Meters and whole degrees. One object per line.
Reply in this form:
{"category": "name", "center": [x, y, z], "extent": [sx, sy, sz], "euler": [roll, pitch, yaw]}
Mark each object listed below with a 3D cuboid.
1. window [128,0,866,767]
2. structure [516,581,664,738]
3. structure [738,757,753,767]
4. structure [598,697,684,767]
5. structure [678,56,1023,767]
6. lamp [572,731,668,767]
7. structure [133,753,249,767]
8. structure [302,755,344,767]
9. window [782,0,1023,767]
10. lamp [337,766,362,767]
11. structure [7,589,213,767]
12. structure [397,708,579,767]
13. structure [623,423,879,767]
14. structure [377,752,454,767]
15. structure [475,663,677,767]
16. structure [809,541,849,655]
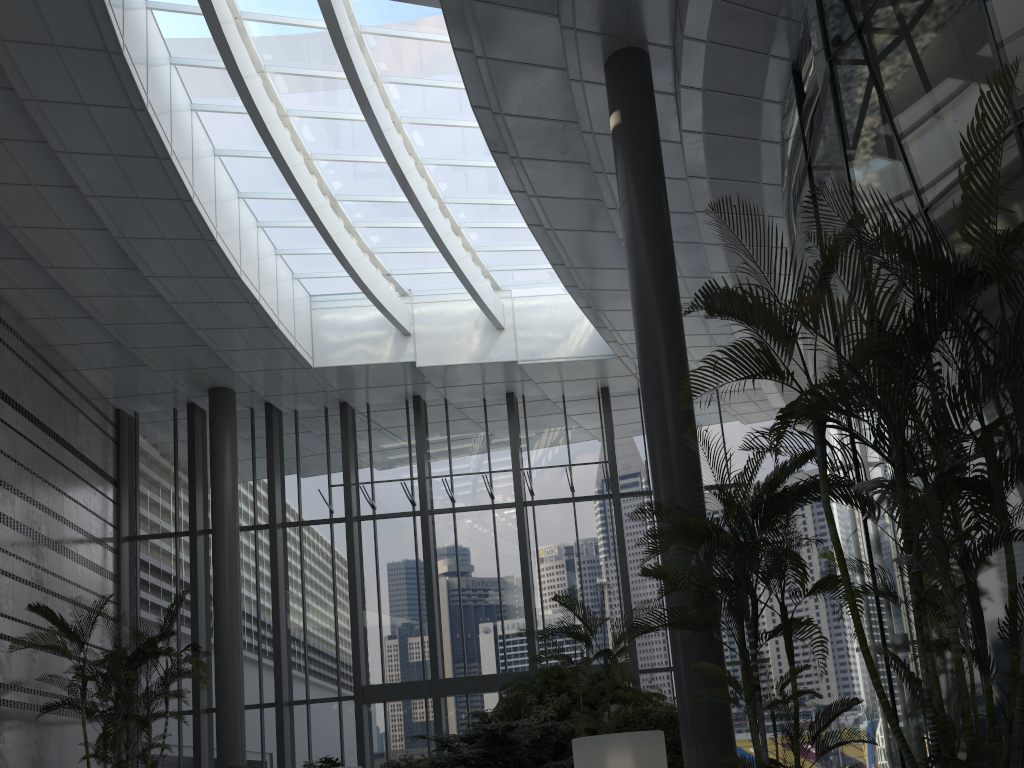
{"category": "window", "center": [-2.375, 0.351, 8.321], "extent": [13.597, 9.365, 20.086], "euler": [-9, -23, 11]}
{"category": "structure", "center": [0.918, 3.661, 8.910], "extent": [1.426, 3.252, 1.284], "euler": [-1, -13, -16]}
{"category": "structure", "center": [2.323, 5.011, 10.083], "extent": [1.486, 1.509, 1.656], "euler": [6, -21, -32]}
{"category": "structure", "center": [1.508, 4.508, 9.400], "extent": [1.598, 1.996, 1.658], "euler": [-19, -21, 39]}
{"category": "structure", "center": [2.239, 0.930, 4.612], "extent": [2.473, 4.375, 2.665], "euler": [0, -15, -19]}
{"category": "lamp", "center": [1.026, 3.964, 7.647], "extent": [0.871, 1.570, 0.861], "euler": [7, -18, -39]}
{"category": "structure", "center": [-4.854, 6.618, 12.871], "extent": [1.886, 2.152, 1.975], "euler": [0, -18, -16]}
{"category": "structure", "center": [-2.690, 6.074, 11.760], "extent": [1.252, 1.846, 1.466], "euler": [-12, -17, 23]}
{"category": "window", "center": [5.030, 1.245, 9.464], "extent": [4.229, 7.435, 16.588], "euler": [-5, -22, 0]}
{"category": "lamp", "center": [-2.057, 5.143, 9.572], "extent": [0.838, 1.570, 0.894], "euler": [-9, -15, 16]}
{"category": "structure", "center": [-5.459, 5.083, 12.009], "extent": [2.528, 4.375, 2.604], "euler": [-6, -14, 5]}
{"category": "structure", "center": [-0.252, 5.033, 10.409], "extent": [2.250, 2.182, 2.496], "euler": [-1, -19, -14]}
{"category": "structure", "center": [1.780, 2.187, 6.205], "extent": [1.667, 3.502, 2.160], "euler": [-1, -15, -16]}
{"category": "structure", "center": [-1.337, 6.036, 11.869], "extent": [2.039, 1.774, 1.743], "euler": [-16, -21, 29]}
{"category": "structure", "center": [0.811, 5.389, 12.070], "extent": [3.770, 2.773, 3.416], "euler": [-9, -19, 11]}
{"category": "structure", "center": [5.660, 4.064, 12.000], "extent": [2.473, 4.375, 2.665], "euler": [0, -15, -19]}
